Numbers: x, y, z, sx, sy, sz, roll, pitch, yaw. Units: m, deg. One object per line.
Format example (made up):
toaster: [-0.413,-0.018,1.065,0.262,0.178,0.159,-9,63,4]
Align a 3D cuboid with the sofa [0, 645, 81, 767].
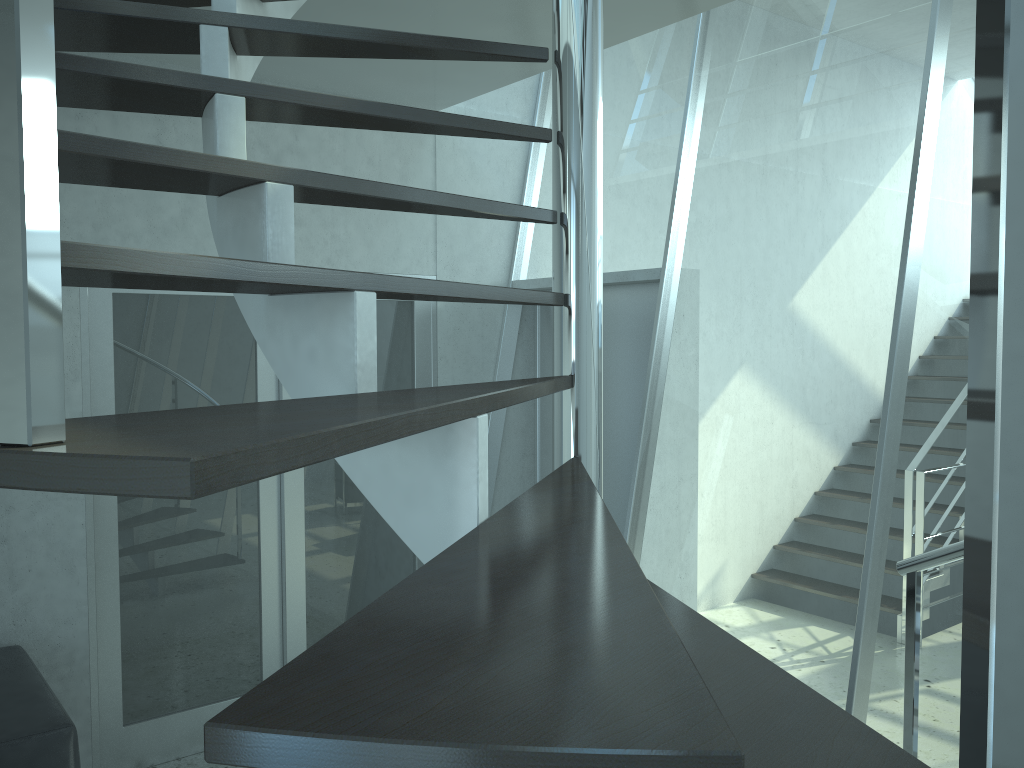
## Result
sofa: [-2.363,1.347,2.434,2.025,0.652,0.943,-2,4,-38]

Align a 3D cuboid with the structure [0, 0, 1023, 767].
structure: [-0.268,-0.380,2.204,2.655,4.156,3.780,-2,4,-38]

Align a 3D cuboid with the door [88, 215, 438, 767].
door: [-0.933,0.172,4.741,1.162,3.200,2.576,0,3,10]
